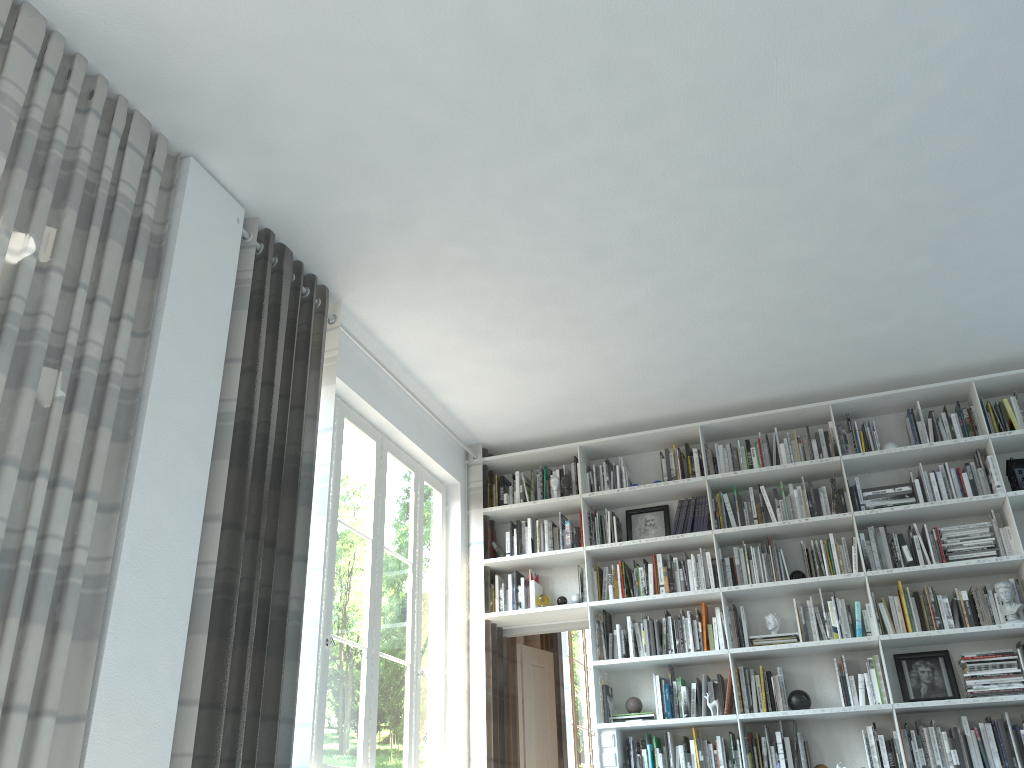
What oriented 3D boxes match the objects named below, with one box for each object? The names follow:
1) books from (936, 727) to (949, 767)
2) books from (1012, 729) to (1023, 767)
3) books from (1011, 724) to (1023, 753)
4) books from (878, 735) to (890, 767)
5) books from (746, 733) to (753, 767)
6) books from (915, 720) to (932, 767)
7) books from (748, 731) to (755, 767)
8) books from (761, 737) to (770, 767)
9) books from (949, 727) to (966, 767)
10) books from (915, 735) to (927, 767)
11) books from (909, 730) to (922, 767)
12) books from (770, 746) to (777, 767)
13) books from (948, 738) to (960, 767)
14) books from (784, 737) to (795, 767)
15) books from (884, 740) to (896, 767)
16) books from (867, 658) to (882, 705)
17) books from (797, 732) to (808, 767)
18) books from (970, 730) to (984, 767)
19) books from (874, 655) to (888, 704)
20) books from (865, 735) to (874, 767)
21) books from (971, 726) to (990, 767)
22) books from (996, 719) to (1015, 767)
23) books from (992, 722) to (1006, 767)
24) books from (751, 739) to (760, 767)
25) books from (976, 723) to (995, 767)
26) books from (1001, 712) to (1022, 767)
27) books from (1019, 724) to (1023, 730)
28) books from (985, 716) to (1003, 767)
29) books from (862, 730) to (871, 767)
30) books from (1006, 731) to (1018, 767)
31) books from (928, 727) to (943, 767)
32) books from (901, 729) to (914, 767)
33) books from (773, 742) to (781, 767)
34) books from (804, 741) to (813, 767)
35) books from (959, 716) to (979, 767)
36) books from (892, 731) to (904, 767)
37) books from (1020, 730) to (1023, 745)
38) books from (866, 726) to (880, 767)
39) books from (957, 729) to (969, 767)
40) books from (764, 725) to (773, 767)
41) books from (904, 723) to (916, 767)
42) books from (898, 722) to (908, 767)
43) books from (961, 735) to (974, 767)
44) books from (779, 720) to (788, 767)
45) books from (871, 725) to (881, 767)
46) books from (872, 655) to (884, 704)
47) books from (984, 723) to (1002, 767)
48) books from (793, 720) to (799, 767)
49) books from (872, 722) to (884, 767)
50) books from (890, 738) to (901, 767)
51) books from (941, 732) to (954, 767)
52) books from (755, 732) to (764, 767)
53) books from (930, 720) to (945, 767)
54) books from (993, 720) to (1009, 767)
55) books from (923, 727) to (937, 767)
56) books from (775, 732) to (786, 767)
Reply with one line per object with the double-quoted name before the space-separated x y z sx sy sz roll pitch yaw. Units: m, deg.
"books" 2.366 2.024 4.875 0.021 0.243 0.142 -10 -28 17
"books" 2.707 1.968 4.746 0.024 0.206 0.184 -10 -28 17
"books" 2.728 1.957 4.756 0.014 0.234 0.155 -10 -28 17
"books" 2.078 2.082 4.946 0.029 0.220 0.154 -10 -28 17
"books" 1.400 2.191 5.177 0.013 0.274 0.148 -10 -28 17
"books" 2.285 2.023 4.918 0.027 0.289 0.141 -10 -28 17
"books" 1.409 2.182 5.167 0.013 0.282 0.147 -10 -28 17
"books" 1.474 2.184 5.136 0.042 0.247 0.163 -10 -28 17
"books" 2.432 2.005 4.835 0.029 0.236 0.166 -10 -28 17
"books" 2.257 2.057 4.893 0.024 0.207 0.170 -10 -28 17
"books" 2.228 2.044 4.896 0.027 0.233 0.168 -10 -28 17
"books" 1.520 2.200 5.114 0.024 0.195 0.157 -10 -28 17
"books" 2.403 2.031 4.825 0.029 0.183 0.175 -10 -28 17
"books" 1.605 2.169 5.107 0.029 0.239 0.136 -10 -28 17
"books" 2.113 2.097 4.948 0.031 0.193 0.142 -10 -28 17
"books" 2.092 1.732 5.114 0.027 0.268 0.179 -10 -28 17
"books" 1.672 2.138 5.074 0.027 0.259 0.164 -10 -28 17
"books" 2.523 2.005 4.822 0.025 0.219 0.141 -10 -28 17
"books" 2.122 1.717 5.101 0.021 0.280 0.162 -10 -28 17
"books" 2.015 2.100 4.982 0.015 0.224 0.148 -10 -28 17
"books" 2.545 1.990 4.812 0.031 0.236 0.159 -10 -28 17
"books" 2.650 1.952 4.774 0.028 0.263 0.162 -10 -28 17
"books" 2.628 1.971 4.795 0.011 0.250 0.159 -10 -28 17
"books" 1.429 2.196 5.148 0.030 0.238 0.157 -10 -28 17
"books" 2.576 1.984 4.820 0.025 0.253 0.137 -10 -28 17
"books" 2.689 1.933 4.773 0.012 0.295 0.178 -10 -28 17
"books" 2.763 1.945 4.733 0.023 0.233 0.175 -10 -28 17
"books" 2.618 1.960 4.812 0.014 0.285 0.135 -10 -28 17
"books" 1.999 2.087 4.986 0.012 0.253 0.161 -10 -28 17
"books" 2.678 1.982 4.766 0.021 0.201 0.129 -10 -28 17
"books" 2.326 2.024 4.874 0.027 0.244 0.180 -10 -28 17
"books" 2.197 2.055 4.924 0.029 0.242 0.154 -10 -28 17
"books" 1.540 2.185 5.108 0.021 0.214 0.172 -10 -28 17
"books" 1.701 2.162 5.068 0.023 0.211 0.160 -10 -28 17
"books" 2.495 1.974 4.838 0.026 0.290 0.152 -10 -28 17
"books" 2.162 2.073 4.956 0.019 0.240 0.108 -10 -28 17
"books" 2.742 1.962 4.733 0.023 0.203 0.168 -10 -28 17
"books" 2.028 2.069 4.971 0.027 0.268 0.159 -10 -28 17
"books" 2.455 2.009 4.836 0.013 0.229 0.139 -10 -28 17
"books" 1.499 2.149 5.142 0.014 0.311 0.167 -10 -28 17
"books" 2.213 2.034 4.919 0.011 0.274 0.146 -10 -28 17
"books" 2.178 2.041 4.942 0.012 0.283 0.160 -10 -28 17
"books" 2.468 2.015 4.812 0.023 0.195 0.165 -10 -28 17
"books" 1.587 2.132 5.142 0.013 0.337 0.138 -10 -28 17
"books" 2.050 2.069 4.979 0.010 0.276 0.156 -10 -28 17
"books" 2.106 1.720 5.103 0.011 0.277 0.188 -10 -28 17
"books" 2.591 1.972 4.788 0.026 0.244 0.192 -10 -28 17
"books" 1.635 2.116 5.102 0.050 0.326 0.167 -10 -28 17
"books" 2.060 2.059 4.975 0.014 0.289 0.132 -10 -28 17
"books" 2.134 2.084 4.930 0.024 0.200 0.159 -10 -28 17
"books" 2.380 2.023 4.844 0.023 0.216 0.175 -10 -28 17
"books" 1.446 2.174 5.142 0.012 0.271 0.182 -10 -28 17
"books" 2.343 2.003 4.873 0.013 0.281 0.167 -10 -28 17
"books" 2.634 1.960 4.785 0.010 0.260 0.182 -10 -28 17
"books" 2.308 2.035 4.896 0.024 0.246 0.132 -10 -28 17
"books" 1.561 2.156 5.111 0.027 0.268 0.186 -10 -28 17
